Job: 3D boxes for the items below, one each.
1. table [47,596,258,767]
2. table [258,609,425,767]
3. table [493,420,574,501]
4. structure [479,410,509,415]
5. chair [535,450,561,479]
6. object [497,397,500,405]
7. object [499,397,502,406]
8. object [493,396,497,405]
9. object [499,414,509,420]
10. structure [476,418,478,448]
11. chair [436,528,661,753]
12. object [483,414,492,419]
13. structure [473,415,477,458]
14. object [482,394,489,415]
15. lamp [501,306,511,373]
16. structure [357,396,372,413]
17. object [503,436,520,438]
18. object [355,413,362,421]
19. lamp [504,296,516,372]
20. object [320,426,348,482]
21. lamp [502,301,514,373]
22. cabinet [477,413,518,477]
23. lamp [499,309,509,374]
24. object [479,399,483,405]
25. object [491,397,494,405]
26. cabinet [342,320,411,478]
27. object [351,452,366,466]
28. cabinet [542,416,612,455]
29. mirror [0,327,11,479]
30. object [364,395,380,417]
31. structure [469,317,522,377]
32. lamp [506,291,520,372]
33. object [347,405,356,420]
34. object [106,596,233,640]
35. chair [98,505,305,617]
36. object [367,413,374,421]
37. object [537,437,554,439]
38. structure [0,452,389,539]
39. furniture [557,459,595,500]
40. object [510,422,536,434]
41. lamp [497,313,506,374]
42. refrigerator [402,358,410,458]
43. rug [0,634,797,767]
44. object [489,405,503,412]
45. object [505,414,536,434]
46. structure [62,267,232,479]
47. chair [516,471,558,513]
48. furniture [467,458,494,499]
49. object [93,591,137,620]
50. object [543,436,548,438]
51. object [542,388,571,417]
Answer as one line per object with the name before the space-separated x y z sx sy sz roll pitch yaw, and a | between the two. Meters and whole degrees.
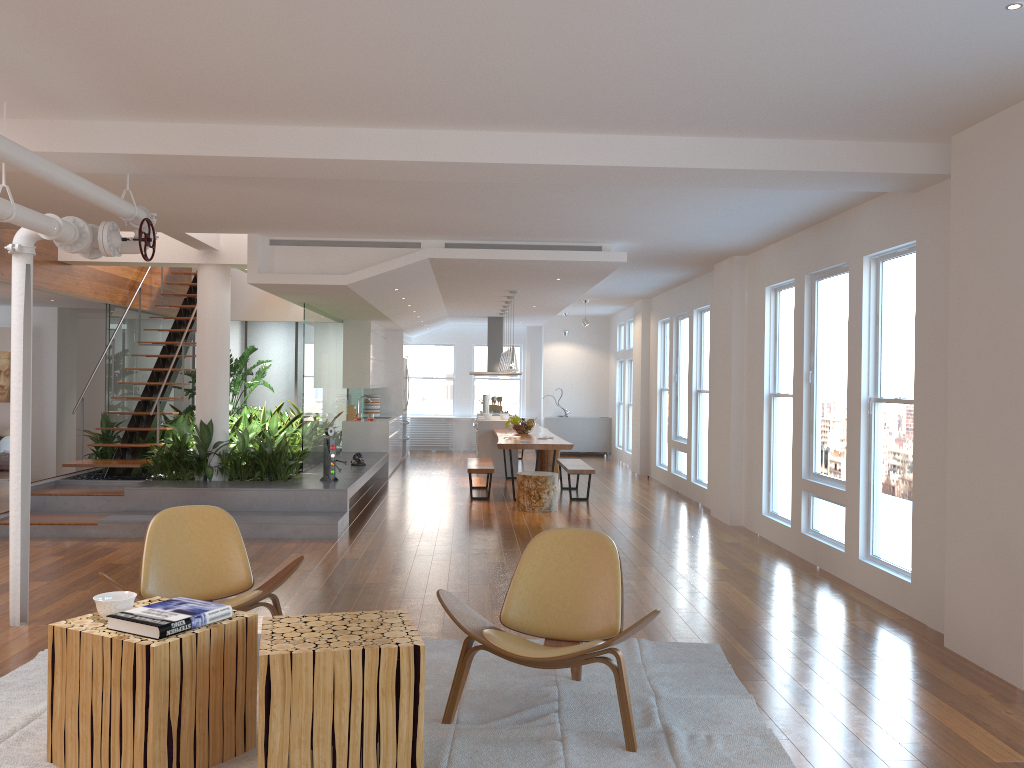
table | -1.337 1.147 3.321 0.548 0.534 0.489 1 0 27
table | -0.626 1.157 3.207 0.548 0.534 0.489 1 0 -14
table | 0.125 1.027 13.183 0.893 0.704 5.996 1 0 -3
structure | -0.310 0.498 15.479 0.520 0.073 0.650 1 0 -3
chair | 0.524 1.163 13.075 0.396 0.455 0.402 1 0 -13
object | -0.245 0.375 15.920 0.068 0.298 0.039 1 0 -3
object | -0.208 0.375 15.940 0.057 0.294 0.030 1 0 -3
object | -0.308 0.373 15.915 0.057 0.299 0.019 1 0 -3
object | -0.118 0.503 13.487 0.152 0.082 0.152 1 0 -42
structure | -0.538 0.883 14.045 0.072 0.648 0.644 1 0 -3
chair | 0.219 1.056 3.732 0.867 0.752 0.856 1 0 -43
object | -0.373 0.499 13.599 0.152 0.082 0.152 1 0 37
structure | -0.358 0.923 15.467 0.649 0.735 0.890 1 0 -3
object | -0.430 0.356 15.014 0.172 0.356 0.120 1 0 -45
lamp | -0.084 -0.689 13.035 0.160 1.060 0.160 1 0 24
structure | -2.339 0.454 14.048 0.248 0.536 0.115 1 0 -3
object | 0.000 0.673 11.183 0.222 0.020 0.222 1 0 38
object | -2.254 0.484 13.035 0.094 0.106 0.094 1 0 3
lamp | -0.015 -0.683 11.591 0.160 1.060 0.160 1 0 24
object | -1.823 0.721 9.115 0.318 0.565 0.134 1 0 34
lamp | -0.050 -0.686 12.313 0.160 1.060 0.160 1 0 24
cabinet | -0.275 0.953 14.562 0.597 0.832 2.936 1 0 -3
lamp | -0.118 -0.693 13.757 0.160 1.060 0.160 1 0 24
object | -0.499 0.387 15.923 0.199 0.259 0.016 1 0 8
object | -0.343 0.372 15.933 0.061 0.299 0.040 1 0 -5
cabinet | -2.212 0.216 15.059 0.676 2.280 4.565 1 0 -3
object | -1.891 0.914 10.831 0.216 0.155 0.181 1 0 -38
cabinet | 1.260 1.009 17.289 1.309 0.725 0.420 1 0 -3
mirror | -7.275 0.251 11.935 1.267 2.044 0.049 1 0 -3
object | -2.307 0.357 14.604 0.267 0.356 0.266 1 0 23
structure | -0.289 -0.833 15.446 0.909 1.405 0.900 1 0 -3
lamp | 0.019 -0.680 10.868 0.160 1.060 0.160 1 0 24
object | -2.408 0.426 13.299 0.104 0.222 0.200 1 0 -3
object | -1.254 0.857 3.260 0.279 0.048 0.334 1 0 28
chair | -1.464 1.032 4.371 0.856 0.752 0.867 1 0 2
object | -2.071 0.486 12.997 0.094 0.106 0.094 1 0 3
object | 0.424 0.679 11.155 0.222 0.020 0.222 1 0 -11
structure | -3.219 1.167 10.593 3.088 0.386 5.584 1 0 -3
furniture | 0.789 1.204 11.209 0.316 0.389 1.433 1 0 -3
object | 0.152 0.608 12.166 0.360 0.159 0.360 1 0 -39
lamp | -0.152 -0.696 14.480 0.160 1.060 0.160 1 0 24
refrigerator | -2.195 0.429 15.804 0.725 1.772 0.908 1 0 -3
rug | -0.680 1.380 3.181 3.525 0.057 3.478 1 0 2
object | -0.345 0.451 15.923 0.353 0.157 0.084 1 0 -3
object | 0.127 0.545 12.179 0.394 0.284 0.292 1 0 -39
structure | -3.435 -0.924 11.237 2.552 4.265 4.591 1 0 -3
chair | 0.280 1.193 9.844 0.460 0.400 0.460 1 0 7
furniture | -0.402 1.189 11.152 0.316 0.389 1.433 1 0 -3
object | -1.491 0.838 3.332 0.152 0.082 0.152 1 0 -42
object | 0.424 0.673 11.155 0.079 0.030 0.070 1 0 41
object | 0.887 0.360 17.225 0.590 0.563 0.210 1 0 -31
